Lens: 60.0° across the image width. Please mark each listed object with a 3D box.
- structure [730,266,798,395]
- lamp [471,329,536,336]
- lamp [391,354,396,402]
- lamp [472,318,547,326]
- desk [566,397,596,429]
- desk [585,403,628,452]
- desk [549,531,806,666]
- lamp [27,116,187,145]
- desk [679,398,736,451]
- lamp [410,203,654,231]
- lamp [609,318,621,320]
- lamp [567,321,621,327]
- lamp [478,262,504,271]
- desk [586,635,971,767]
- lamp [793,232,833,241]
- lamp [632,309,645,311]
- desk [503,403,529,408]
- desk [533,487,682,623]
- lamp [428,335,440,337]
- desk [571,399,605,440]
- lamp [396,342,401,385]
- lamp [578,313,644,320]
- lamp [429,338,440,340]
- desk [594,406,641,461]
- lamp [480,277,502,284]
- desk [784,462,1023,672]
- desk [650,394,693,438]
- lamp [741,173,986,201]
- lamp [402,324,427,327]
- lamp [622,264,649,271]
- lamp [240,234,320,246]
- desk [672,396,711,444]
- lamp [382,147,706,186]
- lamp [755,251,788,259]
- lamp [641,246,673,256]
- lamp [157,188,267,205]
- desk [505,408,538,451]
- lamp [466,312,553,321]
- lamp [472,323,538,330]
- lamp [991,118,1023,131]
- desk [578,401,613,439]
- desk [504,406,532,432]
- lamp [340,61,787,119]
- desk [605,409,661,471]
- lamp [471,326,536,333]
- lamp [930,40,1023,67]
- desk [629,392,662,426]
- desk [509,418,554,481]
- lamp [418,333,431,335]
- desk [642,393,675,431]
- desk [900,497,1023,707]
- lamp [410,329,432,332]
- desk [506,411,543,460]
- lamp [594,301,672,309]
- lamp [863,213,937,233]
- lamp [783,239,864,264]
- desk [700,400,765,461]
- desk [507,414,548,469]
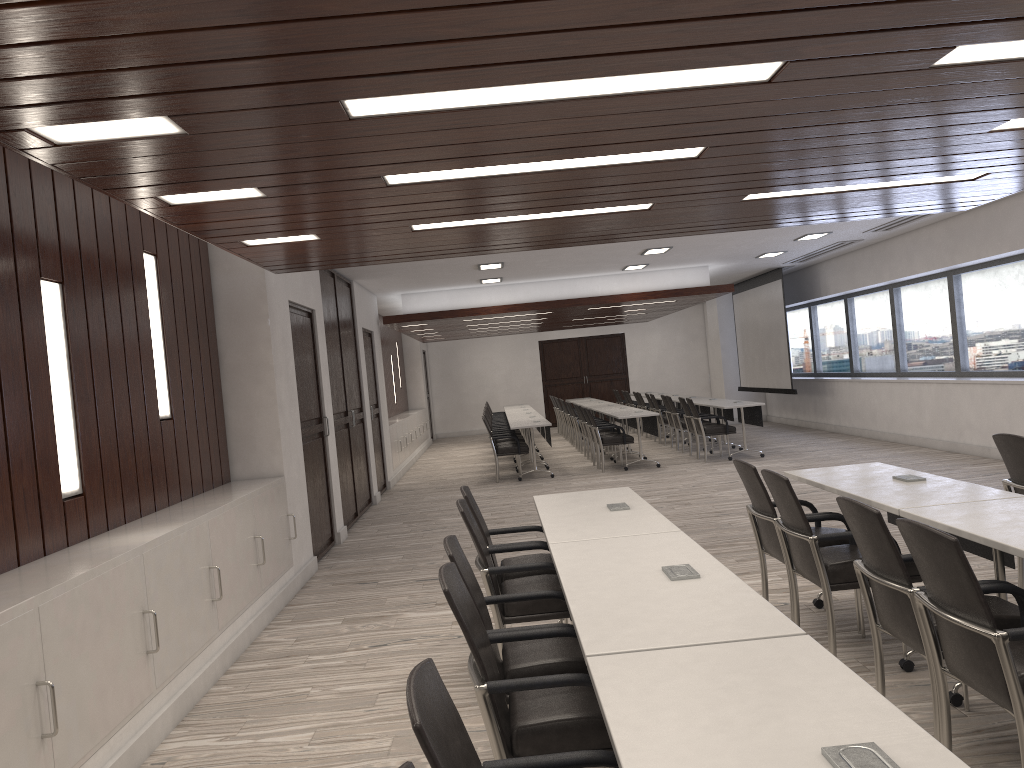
[{"bbox_3d":[4.737,-0.996,16.993,0.438,2.329,3.550,-5,1,-1],"label":"structure"},{"bbox_3d":[-0.179,-1.182,19.869,1.496,0.045,0.236,-5,1,-1],"label":"lamp"},{"bbox_3d":[-2.558,-0.101,18.758,0.094,1.058,0.236,-5,1,-1],"label":"lamp"},{"bbox_3d":[-0.101,-1.148,16.130,1.496,0.045,0.236,-5,1,-1],"label":"lamp"},{"bbox_3d":[1.640,0.744,20.784,0.577,0.795,1.509,-5,1,-1],"label":"desk"},{"bbox_3d":[1.736,0.785,16.214,0.577,0.795,1.509,-5,1,-1],"label":"desk"},{"bbox_3d":[0.497,1.048,3.049,0.577,0.795,1.509,-5,1,-1],"label":"desk"},{"bbox_3d":[-1.368,-0.883,3.006,0.464,0.045,0.236,-5,1,-1],"label":"lamp"},{"bbox_3d":[3.257,0.657,14.731,0.577,0.795,1.509,-5,1,-1],"label":"desk"},{"bbox_3d":[0.121,-1.052,5.456,1.496,0.045,0.236,-5,1,-1],"label":"lamp"},{"bbox_3d":[2.201,-1.394,18.596,0.421,0.046,0.236,-5,1,-1],"label":"lamp"},{"bbox_3d":[1.872,-1.377,19.910,1.496,0.045,0.236,-5,1,-1],"label":"lamp"},{"bbox_3d":[-0.275,-1.558,11.360,0.324,0.120,0.519,-5,1,-1],"label":"lamp"},{"bbox_3d":[0.528,1.062,1.524,0.577,0.795,1.509,-5,1,-1],"label":"desk"},{"bbox_3d":[3.875,-1.954,11.442,0.324,0.120,0.519,-5,1,-1],"label":"lamp"},{"bbox_3d":[2.251,-1.372,16.177,0.421,0.046,0.236,-5,1,-1],"label":"lamp"},{"bbox_3d":[0.128,0.888,20.754,0.577,0.795,1.509,-5,1,-1],"label":"desk"},{"bbox_3d":[0.465,1.034,4.572,0.577,0.795,1.509,-5,1,-1],"label":"desk"},{"bbox_3d":[-1.690,-1.023,18.519,0.464,0.045,0.236,-5,1,-1],"label":"lamp"},{"bbox_3d":[1.672,0.758,19.262,0.577,0.795,1.509,-5,1,-1],"label":"desk"},{"bbox_3d":[-2.615,-0.430,20.074,0.094,1.058,0.236,-5,1,-1],"label":"lamp"},{"bbox_3d":[1.922,-1.355,17.490,1.496,0.045,0.236,-5,1,-1],"label":"lamp"},{"bbox_3d":[-1.718,-1.035,19.838,0.464,0.045,0.236,-5,1,-1],"label":"lamp"},{"bbox_3d":[1.767,0.799,14.701,0.577,0.795,1.509,-5,1,-1],"label":"desk"},{"bbox_3d":[-0.310,-1.574,13.071,0.324,0.120,0.519,-5,1,-1],"label":"lamp"},{"bbox_3d":[1.977,0.890,4.602,0.577,0.795,1.509,-5,1,-1],"label":"desk"},{"bbox_3d":[3.194,0.630,17.766,0.577,0.795,1.509,-5,1,-1],"label":"desk"},{"bbox_3d":[2.172,-1.247,5.497,1.496,0.045,0.236,-5,1,-1],"label":"lamp"},{"bbox_3d":[-1.608,-0.987,14.560,0.464,0.045,0.236,-5,1,-1],"label":"lamp"},{"bbox_3d":[1.818,-1.776,13.113,0.324,0.120,0.519,-5,1,-1],"label":"lamp"},{"bbox_3d":[-1.418,-0.905,5.425,0.464,0.045,0.236,-5,1,-1],"label":"lamp"},{"bbox_3d":[3.226,0.643,16.244,0.577,0.795,1.509,-5,1,-1],"label":"desk"},{"bbox_3d":[0.148,-1.040,4.136,1.496,0.045,0.236,-5,1,-1],"label":"lamp"},{"bbox_3d":[3.840,-1.969,13.153,0.324,0.120,0.519,-5,1,-1],"label":"lamp"},{"bbox_3d":[1.853,-1.761,11.402,0.324,0.120,0.519,-5,1,-1],"label":"lamp"},{"bbox_3d":[-1.390,-0.893,4.106,0.464,0.045,0.236,-5,1,-1],"label":"lamp"},{"bbox_3d":[0.192,0.916,17.706,0.577,0.795,1.509,-5,1,-1],"label":"desk"},{"bbox_3d":[-0.069,-1.134,14.590,1.496,0.045,0.236,-5,1,-1],"label":"lamp"},{"bbox_3d":[-0.129,-1.160,17.450,1.496,0.045,0.236,-5,1,-1],"label":"lamp"},{"bbox_3d":[2.500,-1.264,4.183,0.421,0.046,0.236,-5,1,-1],"label":"lamp"},{"bbox_3d":[1.704,0.772,17.737,0.577,0.795,1.509,-5,1,-1],"label":"desk"},{"bbox_3d":[0.160,0.902,19.232,0.577,0.795,1.509,-5,1,-1],"label":"desk"},{"bbox_3d":[0.171,-1.030,3.036,1.496,0.045,0.236,-5,1,-1],"label":"lamp"},{"bbox_3d":[1.799,0.813,13.179,0.577,0.795,1.509,-5,1,-1],"label":"desk"},{"bbox_3d":[-0.152,-1.170,18.549,1.496,0.045,0.236,-5,1,-1],"label":"lamp"},{"bbox_3d":[2.222,-1.225,3.077,1.496,0.045,0.236,-5,1,-1],"label":"lamp"},{"bbox_3d":[3.131,0.602,20.814,0.577,0.795,1.509,-5,1,-1],"label":"desk"},{"bbox_3d":[0.287,0.957,13.149,0.577,0.795,1.509,-5,1,-1],"label":"desk"},{"bbox_3d":[-1.667,-1.013,17.419,0.464,0.045,0.236,-5,1,-1],"label":"lamp"},{"bbox_3d":[3.162,0.616,19.291,0.577,0.795,1.509,-5,1,-1],"label":"desk"},{"bbox_3d":[2.009,0.904,3.079,0.577,0.795,1.509,-5,1,-1],"label":"desk"},{"bbox_3d":[-1.640,-1.001,16.099,0.464,0.045,0.236,-5,1,-1],"label":"lamp"},{"bbox_3d":[0.224,0.929,16.184,0.577,0.795,1.509,-5,1,-1],"label":"desk"},{"bbox_3d":[1.982,-1.329,14.631,1.496,0.045,0.236,-5,1,-1],"label":"lamp"},{"bbox_3d":[3.753,-1.654,5.686,1.499,0.552,12.001,-5,1,15],"label":"lamp"},{"bbox_3d":[2.641,-1.574,7.991,1.469,0.552,14.295,-5,1,22],"label":"lamp"},{"bbox_3d":[3.289,0.671,13.208,0.577,0.795,1.509,-5,1,-1],"label":"desk"},{"bbox_3d":[0.255,0.943,14.671,0.577,0.795,1.509,-5,1,-1],"label":"desk"}]
